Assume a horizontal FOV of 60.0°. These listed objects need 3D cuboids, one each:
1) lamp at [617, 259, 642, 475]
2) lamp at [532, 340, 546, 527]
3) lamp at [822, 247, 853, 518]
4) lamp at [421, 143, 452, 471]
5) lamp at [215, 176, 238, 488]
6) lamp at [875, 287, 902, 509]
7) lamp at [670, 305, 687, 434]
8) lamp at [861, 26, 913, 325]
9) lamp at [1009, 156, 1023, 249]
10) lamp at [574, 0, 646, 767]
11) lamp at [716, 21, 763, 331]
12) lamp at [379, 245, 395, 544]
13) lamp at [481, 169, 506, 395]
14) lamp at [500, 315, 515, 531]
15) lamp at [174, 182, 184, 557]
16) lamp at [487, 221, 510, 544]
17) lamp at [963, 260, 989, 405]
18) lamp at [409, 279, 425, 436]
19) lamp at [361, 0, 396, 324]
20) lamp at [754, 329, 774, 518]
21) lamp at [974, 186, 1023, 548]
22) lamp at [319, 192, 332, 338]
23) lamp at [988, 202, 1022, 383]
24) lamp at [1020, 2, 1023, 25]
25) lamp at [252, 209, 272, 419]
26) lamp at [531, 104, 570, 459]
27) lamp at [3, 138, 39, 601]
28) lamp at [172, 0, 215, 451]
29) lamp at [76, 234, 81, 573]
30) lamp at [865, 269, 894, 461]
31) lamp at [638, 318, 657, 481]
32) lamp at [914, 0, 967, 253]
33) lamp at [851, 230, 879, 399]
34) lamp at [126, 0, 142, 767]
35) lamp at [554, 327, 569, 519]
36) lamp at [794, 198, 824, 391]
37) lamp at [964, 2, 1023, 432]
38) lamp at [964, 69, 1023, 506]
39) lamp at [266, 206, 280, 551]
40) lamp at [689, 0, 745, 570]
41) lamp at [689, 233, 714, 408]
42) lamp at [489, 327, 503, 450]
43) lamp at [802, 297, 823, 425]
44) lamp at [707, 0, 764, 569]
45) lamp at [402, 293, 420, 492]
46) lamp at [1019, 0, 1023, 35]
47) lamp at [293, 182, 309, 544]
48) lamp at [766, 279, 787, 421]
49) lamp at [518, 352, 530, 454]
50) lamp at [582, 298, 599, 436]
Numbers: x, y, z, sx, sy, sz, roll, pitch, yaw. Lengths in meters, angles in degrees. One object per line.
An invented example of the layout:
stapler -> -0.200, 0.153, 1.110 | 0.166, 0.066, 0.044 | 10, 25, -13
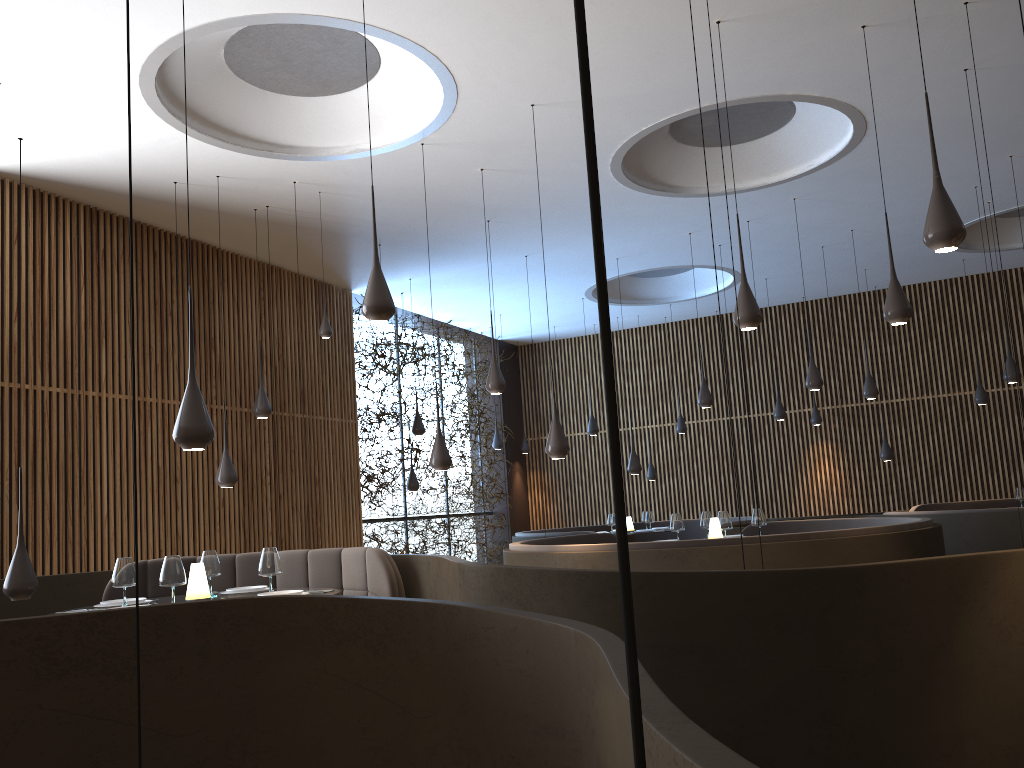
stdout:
lamp -> 1.544, -0.258, 11.998 | 0.196, 2.952, 0.196 | -6, -7, 20
lamp -> 0.614, 2.234, 17.170 | 0.196, 6.257, 0.196 | 2, -9, -39
lamp -> 4.502, 1.203, 11.887 | 0.196, 6.257, 0.196 | -10, -9, 40
lamp -> -0.712, -0.711, 7.853 | 0.196, 2.952, 0.196 | -1, -7, -19
lamp -> -2.704, -0.516, 8.274 | 0.196, 2.952, 0.196 | -5, -7, 10
lamp -> 6.319, 1.467, 14.531 | 0.196, 6.257, 0.196 | -10, -9, 40
lamp -> 2.795, -0.261, 15.088 | 0.196, 2.217, 0.196 | -5, -7, 10
lamp -> 2.652, -1.522, 6.371 | 0.196, 2.217, 0.196 | -6, -7, 20
lamp -> 5.446, 0.709, 8.934 | 0.196, 6.257, 0.196 | 0, -8, -29
lamp -> 0.020, -0.454, 0.509 | 0.196, 6.257, 0.196 | -10, -9, 40
lamp -> 1.540, -1.473, 6.173 | 0.196, 2.217, 0.196 | -8, -8, 30
lamp -> -1.413, 1.396, 10.495 | 0.196, 6.257, 0.196 | -4, -7, 0
lamp -> -0.222, -1.005, 8.572 | 0.196, 2.217, 0.196 | -6, -7, 20
lamp -> 0.010, 1.921, 14.743 | 0.196, 6.257, 0.196 | 2, -9, -39
lamp -> -3.029, 1.163, 8.154 | 0.196, 6.257, 0.196 | -8, -8, 33
lamp -> -0.066, 1.216, 9.877 | 0.196, 6.257, 0.196 | -1, -7, -19
lamp -> 6.942, -0.791, 13.355 | 0.196, 2.217, 0.196 | -4, -7, 1
lamp -> -1.362, -0.380, 12.365 | 0.196, 2.217, 0.196 | 0, -8, -29
lamp -> -0.835, -1.454, 5.216 | 0.196, 2.217, 0.196 | 0, -8, -29
lamp -> 4.141, 1.571, 14.243 | 0.196, 6.257, 0.196 | -10, -9, 40
lamp -> 5.542, 0.833, 9.826 | 0.196, 6.257, 0.196 | 0, -8, -29
lamp -> -1.905, -1.206, 8.926 | 0.133, 1.504, 0.133 | -6, -7, 20
lamp -> 5.880, -1.113, 10.663 | 0.196, 2.217, 0.196 | 0, -8, -29
lamp -> 3.352, 0.307, 5.212 | 0.196, 6.257, 0.196 | -5, -7, 10
lamp -> -2.642, -0.748, 9.253 | 0.196, 2.217, 0.196 | 2, -9, -39
lamp -> 0.271, -0.868, 7.230 | 0.196, 2.952, 0.196 | -3, -7, -9
lamp -> -3.112, -0.139, 5.615 | 0.196, 2.952, 0.196 | -1, -7, -19
lamp -> -1.635, -1.144, 4.461 | 0.196, 2.952, 0.196 | 0, -8, -29
lamp -> -3.632, 1.775, 7.468 | 0.196, 6.257, 0.196 | -4, -7, 0
lamp -> 5.553, -0.304, 13.518 | 0.196, 2.952, 0.196 | -5, -7, 10
lamp -> 2.367, 0.237, 15.765 | 0.196, 2.952, 0.196 | -5, -7, 10
lamp -> 2.055, -1.755, 4.477 | 0.196, 2.217, 0.196 | 0, -8, -29
lamp -> 4.511, -0.908, 11.438 | 0.196, 2.217, 0.196 | 0, -8, -29
lamp -> -0.831, -0.188, 1.941 | 0.196, 6.257, 0.196 | -10, -9, 40
lamp -> 0.994, 2.041, 16.023 | 0.196, 6.257, 0.196 | 2, -9, -39
lamp -> 3.319, -1.030, 10.056 | 0.196, 2.217, 0.196 | 0, -8, -29
lamp -> 3.422, 0.403, 5.905 | 0.196, 6.257, 0.196 | 2, -9, -39
lamp -> 3.937, 0.516, 6.918 | 0.196, 6.257, 0.196 | 0, -8, -29
lamp -> -2.362, 1.234, 8.945 | 0.196, 6.257, 0.196 | -8, -8, 33
lamp -> 1.060, 0.320, 4.249 | 0.196, 6.257, 0.196 | 0, -8, -29
lamp -> 2.329, -0.806, 11.107 | 0.196, 2.217, 0.196 | 0, -8, -29
lamp -> -0.325, 0.074, 15.947 | 0.196, 2.217, 0.196 | 2, -9, -39
lamp -> 5.109, -0.400, 15.194 | 0.196, 2.217, 0.196 | -5, -7, 10
lamp -> 1.303, 0.386, 4.815 | 0.196, 6.257, 0.196 | -8, -8, 30
lamp -> -1.532, 0.101, 13.047 | 0.196, 2.952, 0.196 | 0, -8, -29
lamp -> 2.496, -1.449, 4.264 | 0.196, 2.952, 0.196 | -8, -8, 30
lamp -> -1.927, 1.117, 8.343 | 0.196, 6.257, 0.196 | 1, -8, -36
lamp -> 4.045, -0.544, 13.722 | 0.196, 2.217, 0.196 | -5, -7, 10
lamp -> 0.186, 0.262, 17.473 | 0.196, 2.217, 0.196 | 2, -9, -39
lamp -> 1.220, -0.283, 14.212 | 0.196, 2.217, 0.196 | -5, -7, 10
